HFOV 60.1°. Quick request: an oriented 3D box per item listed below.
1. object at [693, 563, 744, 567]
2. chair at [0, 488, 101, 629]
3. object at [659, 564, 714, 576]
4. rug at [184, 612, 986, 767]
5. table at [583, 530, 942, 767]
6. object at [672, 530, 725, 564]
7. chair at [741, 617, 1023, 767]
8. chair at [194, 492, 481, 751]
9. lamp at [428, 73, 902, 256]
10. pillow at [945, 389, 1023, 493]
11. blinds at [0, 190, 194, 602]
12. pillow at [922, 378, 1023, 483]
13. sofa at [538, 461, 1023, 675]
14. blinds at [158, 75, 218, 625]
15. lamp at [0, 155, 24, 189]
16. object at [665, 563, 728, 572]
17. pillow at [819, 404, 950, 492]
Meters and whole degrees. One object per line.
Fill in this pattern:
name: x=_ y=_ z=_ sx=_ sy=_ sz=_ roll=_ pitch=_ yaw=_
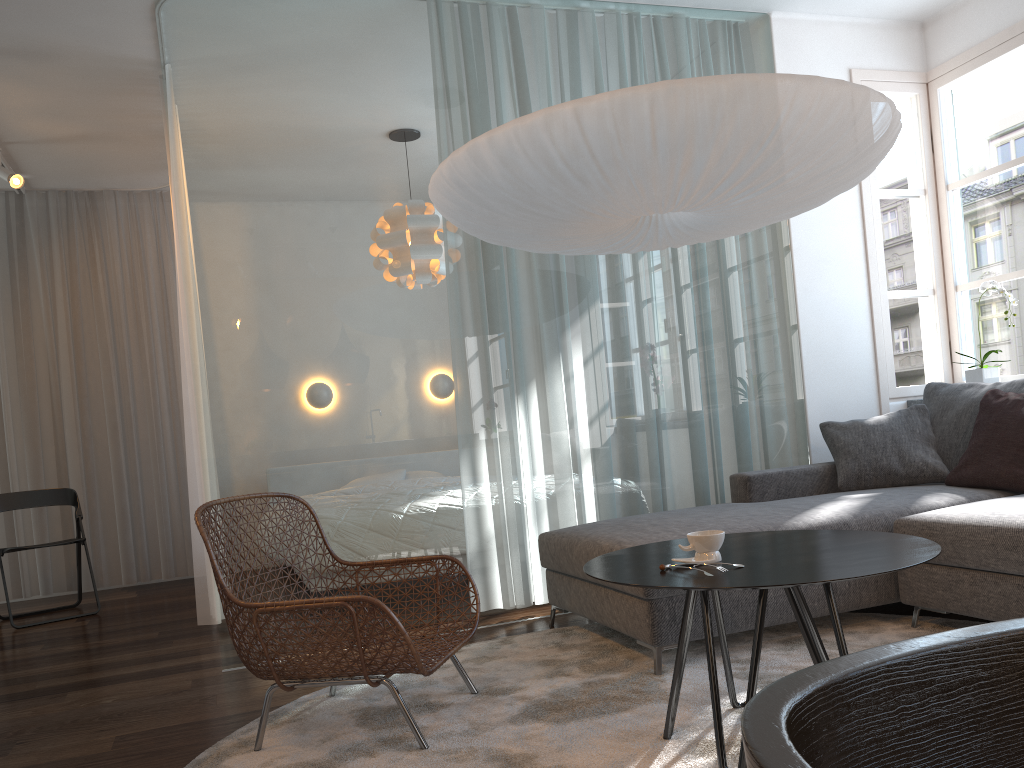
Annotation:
object: x=0.482 y=0.421 z=2.062 sx=0.124 sy=0.010 sz=0.026 roll=-8 pitch=-4 yaw=37
chair: x=-2.833 y=1.026 z=5.333 sx=0.499 sy=0.775 sz=0.563 roll=-5 pitch=-1 yaw=-39
object: x=0.395 y=0.425 z=2.021 sx=0.015 sy=0.015 sz=0.168 roll=-5 pitch=-3 yaw=-32
rug: x=0.512 y=0.907 z=2.300 sx=2.829 sy=0.012 sz=2.850 roll=-3 pitch=-4 yaw=-39
table: x=0.623 y=0.658 z=2.205 sx=0.845 sy=0.472 sz=0.850 roll=-5 pitch=-2 yaw=-17
object: x=0.452 y=0.400 z=2.156 sx=0.139 sy=0.069 sz=0.091 roll=-5 pitch=-2 yaw=-7
chair: x=0.393 y=0.473 z=0.336 sx=0.592 sy=0.671 sz=0.521 roll=-5 pitch=-1 yaw=-18
chair: x=-0.513 y=0.667 z=2.678 sx=0.686 sy=0.709 sz=0.717 roll=-6 pitch=-1 yaw=13
lamp: x=0.471 y=-0.605 z=2.868 sx=1.472 sy=0.210 sz=1.469 roll=-7 pitch=-3 yaw=18
pillow: x=1.974 y=0.215 z=3.494 sx=0.310 sy=0.403 sz=0.522 roll=-5 pitch=-2 yaw=-17
blinds: x=-3.055 y=0.047 z=6.022 sx=1.804 sy=2.736 sz=0.153 roll=-5 pitch=1 yaw=-17
pillow: x=2.037 y=0.202 z=3.785 sx=0.274 sy=0.477 sz=0.839 roll=-5 pitch=-2 yaw=-19
sofa: x=1.550 y=0.497 z=2.638 sx=2.035 sy=0.671 sz=3.078 roll=-5 pitch=-3 yaw=-19
blinds: x=-1.828 y=-0.119 z=5.112 sx=0.153 sy=2.735 sz=1.812 roll=-6 pitch=0 yaw=-17
lamp: x=-2.933 y=-1.231 z=5.086 sx=0.251 sy=0.240 sz=0.085 roll=-6 pitch=0 yaw=13
object: x=0.425 y=0.423 z=2.052 sx=0.025 sy=0.016 sz=0.164 roll=-3 pitch=-4 yaw=-44
pillow: x=1.660 y=0.287 z=3.974 sx=0.516 sy=0.359 sz=0.346 roll=-6 pitch=-1 yaw=20
